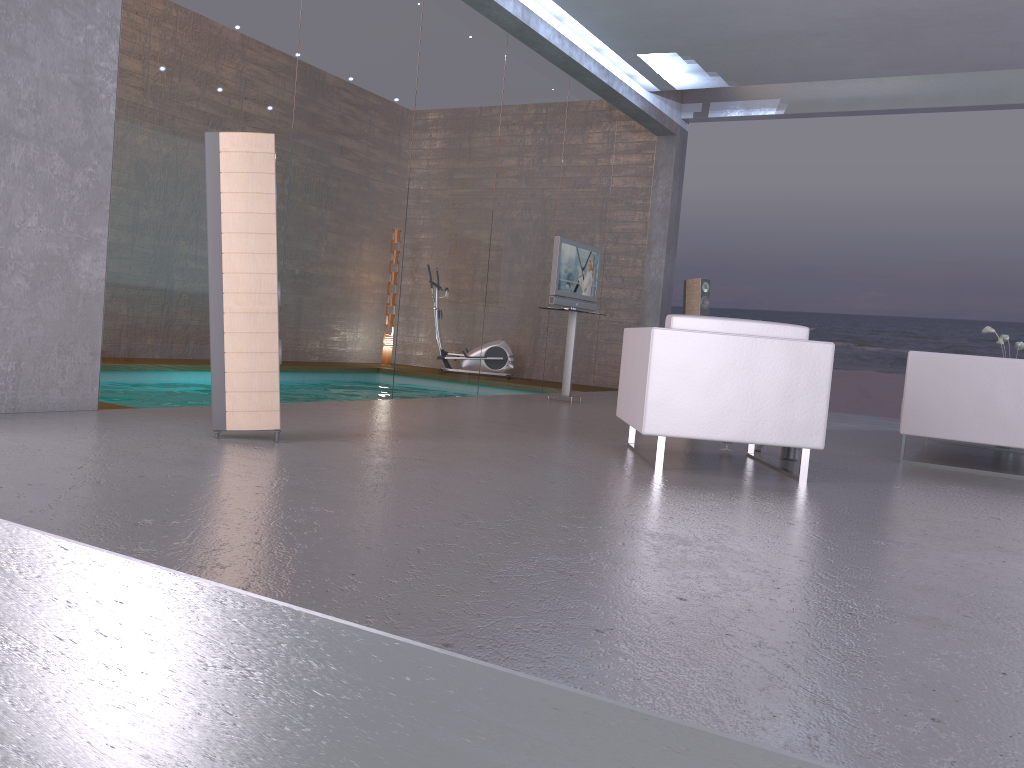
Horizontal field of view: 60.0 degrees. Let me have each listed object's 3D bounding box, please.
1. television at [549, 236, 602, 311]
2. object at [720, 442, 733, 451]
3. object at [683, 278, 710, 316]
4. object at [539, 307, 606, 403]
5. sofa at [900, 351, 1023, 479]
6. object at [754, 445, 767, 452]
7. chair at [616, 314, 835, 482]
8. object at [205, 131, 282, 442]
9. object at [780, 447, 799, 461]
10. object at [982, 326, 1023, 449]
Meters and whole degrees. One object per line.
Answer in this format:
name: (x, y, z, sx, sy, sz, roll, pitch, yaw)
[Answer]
television: (0.643, -1.080, 8.820, 0.054, 0.644, 1.000, 7, 4, 29)
object: (1.385, 0.309, 5.677, 0.091, 0.233, 0.091, 3, 4, -33)
object: (2.172, -0.522, 10.608, 0.244, 1.469, 0.444, 3, 4, -36)
object: (0.576, -0.305, 8.867, 0.360, 0.958, 0.818, 7, 4, 29)
sofa: (3.543, 0.148, 6.573, 1.026, 0.824, 2.353, 7, 4, 29)
object: (1.605, 0.396, 5.767, 0.079, 0.087, 0.235, 5, 3, -4)
chair: (1.133, 0.039, 4.990, 0.936, 0.808, 1.026, 5, 3, -1)
object: (-1.305, -0.472, 4.313, 0.444, 1.473, 0.244, 4, 3, -16)
object: (1.722, 0.248, 5.448, 0.109, 0.435, 0.109, 3, 4, -34)
object: (4.365, 0.033, 7.794, 0.400, 1.051, 0.387, 4, 3, -23)
